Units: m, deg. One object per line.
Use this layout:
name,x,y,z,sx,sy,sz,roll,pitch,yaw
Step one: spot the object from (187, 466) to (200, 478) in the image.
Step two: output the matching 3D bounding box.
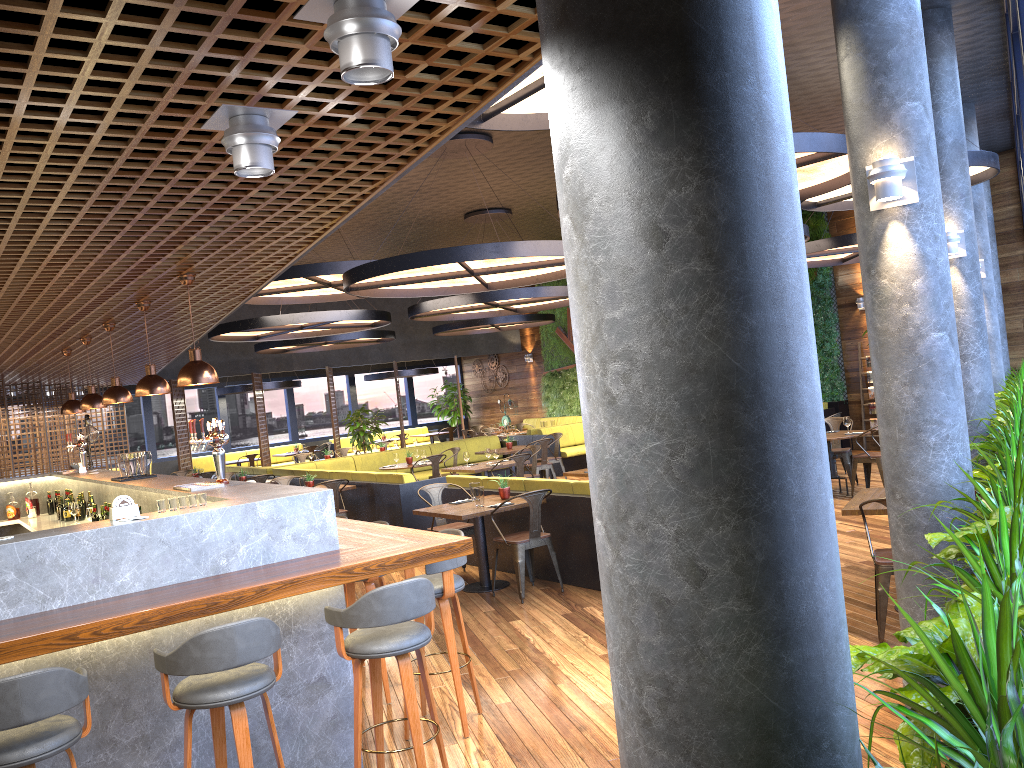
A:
object,-5.662,1.573,15.905,0.260,0.271,0.238,-6,0,-33

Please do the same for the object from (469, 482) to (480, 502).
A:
object,-0.343,1.019,8.348,0.102,0.178,0.102,-6,0,41

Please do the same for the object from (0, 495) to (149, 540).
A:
object,-2.004,0.590,3.863,0.766,0.106,0.200,-6,0,-35

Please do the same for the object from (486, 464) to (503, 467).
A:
object,-0.250,1.099,12.027,0.157,0.019,0.255,-6,0,-34

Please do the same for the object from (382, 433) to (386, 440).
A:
object,-3.332,1.327,22.973,0.238,0.271,0.260,-6,0,-13

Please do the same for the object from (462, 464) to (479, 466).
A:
object,-0.575,1.135,12.488,0.157,0.019,0.255,-6,0,-34

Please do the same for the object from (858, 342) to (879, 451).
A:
object,6.244,0.206,15.347,0.210,1.896,0.441,-6,0,-35

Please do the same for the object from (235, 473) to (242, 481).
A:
object,-4.151,1.448,13.464,0.102,0.178,0.102,-6,0,41

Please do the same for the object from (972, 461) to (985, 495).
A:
object,3.062,0.592,5.844,0.260,0.271,0.238,-6,0,-33

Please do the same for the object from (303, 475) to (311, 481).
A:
object,-2.678,1.283,11.614,0.102,0.178,0.102,-6,0,41

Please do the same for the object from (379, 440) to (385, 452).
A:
object,-2.606,1.238,17.737,0.238,0.271,0.260,-6,0,-13

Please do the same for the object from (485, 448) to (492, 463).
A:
object,-0.333,1.014,12.516,0.097,0.206,0.097,-6,0,-34

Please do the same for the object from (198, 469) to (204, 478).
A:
object,-5.540,1.606,15.807,0.102,0.178,0.102,-6,0,-29

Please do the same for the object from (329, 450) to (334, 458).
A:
object,-3.438,1.364,16.896,0.097,0.206,0.097,-6,0,11

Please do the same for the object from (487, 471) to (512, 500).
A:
object,-0.075,0.943,8.326,0.238,0.271,0.260,-6,0,-29

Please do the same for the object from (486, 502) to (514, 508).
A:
object,-0.118,1.074,7.884,0.255,0.019,0.157,-6,0,-35

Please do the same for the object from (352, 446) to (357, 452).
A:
object,-3.108,1.329,17.536,0.097,0.206,0.097,-6,0,11

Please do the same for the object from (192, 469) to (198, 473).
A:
object,-5.729,1.627,16.066,0.102,0.178,0.102,-6,0,-19

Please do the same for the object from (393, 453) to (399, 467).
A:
object,-1.791,1.177,13.742,0.097,0.206,0.097,-6,0,7

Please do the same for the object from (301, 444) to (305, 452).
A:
object,-5.095,1.566,21.656,0.102,0.178,0.102,-6,0,41

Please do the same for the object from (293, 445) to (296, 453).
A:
object,-5.325,1.592,21.800,0.102,0.178,0.102,-6,0,41

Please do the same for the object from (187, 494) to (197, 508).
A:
object,-1.531,0.562,4.250,0.042,0.059,0.042,-6,0,-37

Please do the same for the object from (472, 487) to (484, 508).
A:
object,-0.294,1.013,7.926,0.102,0.178,0.102,-6,0,1

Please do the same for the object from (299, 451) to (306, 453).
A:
object,-5.067,1.643,21.359,0.255,0.019,0.157,-6,0,-35

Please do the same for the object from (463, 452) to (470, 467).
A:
object,-0.630,1.047,12.320,0.097,0.206,0.097,-6,0,-43

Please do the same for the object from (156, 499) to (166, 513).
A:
object,-1.646,0.574,4.164,0.042,0.059,0.042,-6,0,-37

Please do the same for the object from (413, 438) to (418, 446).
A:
object,-1.951,1.202,17.928,0.097,0.206,0.097,-6,0,11

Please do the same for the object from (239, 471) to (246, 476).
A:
object,-4.201,1.455,13.837,0.102,0.178,0.102,-6,0,41

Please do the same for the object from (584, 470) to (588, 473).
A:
object,0.902,0.964,9.809,0.157,0.019,0.255,-6,0,-35

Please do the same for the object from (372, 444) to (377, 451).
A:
object,-2.694,1.283,17.412,0.097,0.206,0.097,-6,0,11

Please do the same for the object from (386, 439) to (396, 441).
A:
object,-3.119,1.430,22.709,0.255,0.019,0.157,-6,0,-35

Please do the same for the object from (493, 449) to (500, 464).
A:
object,-0.216,1.001,12.195,0.097,0.206,0.097,-6,0,-43

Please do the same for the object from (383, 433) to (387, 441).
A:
object,-3.259,1.365,22.811,0.102,0.178,0.102,-6,0,41

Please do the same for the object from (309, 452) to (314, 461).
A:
object,-3.852,1.410,17.020,0.097,0.206,0.097,-6,0,11

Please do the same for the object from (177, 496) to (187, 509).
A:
object,-1.574,0.566,4.232,0.042,0.059,0.042,-6,0,-37

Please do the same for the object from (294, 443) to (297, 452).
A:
object,-5.263,1.538,21.638,0.238,0.271,0.260,-6,0,-13

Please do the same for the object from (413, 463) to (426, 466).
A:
object,-1.419,1.230,13.603,0.157,0.019,0.255,-6,0,-28

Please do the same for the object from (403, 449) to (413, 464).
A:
object,-1.625,1.124,13.921,0.238,0.271,0.260,-6,0,-13

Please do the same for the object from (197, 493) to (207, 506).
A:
object,-1.492,0.558,4.276,0.042,0.059,0.042,-6,0,-37

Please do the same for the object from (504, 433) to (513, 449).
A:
object,-0.043,0.950,14.848,0.260,0.271,0.238,-6,0,1

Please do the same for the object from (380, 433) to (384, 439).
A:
object,-3.377,1.379,23.150,0.102,0.178,0.102,-6,0,41

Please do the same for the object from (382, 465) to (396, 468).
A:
object,-1.899,1.284,13.869,0.255,0.019,0.157,-6,0,-2

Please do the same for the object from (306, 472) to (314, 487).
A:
object,-2.624,1.230,11.453,0.238,0.271,0.260,-6,0,-13

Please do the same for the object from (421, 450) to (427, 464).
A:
object,-1.367,1.130,13.766,0.097,0.206,0.097,-6,0,-10

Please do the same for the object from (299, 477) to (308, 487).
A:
object,-2.637,1.277,11.229,0.102,0.178,0.102,-6,0,1

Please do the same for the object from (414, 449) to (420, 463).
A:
object,-1.512,1.147,14.122,0.097,0.206,0.097,-6,0,4

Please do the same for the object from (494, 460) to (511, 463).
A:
object,-0.155,1.089,12.472,0.255,0.019,0.157,-6,0,-34

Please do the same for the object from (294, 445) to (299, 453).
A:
object,-5.207,1.578,21.461,0.102,0.178,0.102,-6,0,41

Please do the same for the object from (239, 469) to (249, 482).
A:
object,-4.151,1.402,13.701,0.260,0.271,0.238,-6,0,-33

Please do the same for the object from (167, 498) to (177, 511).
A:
object,-1.605,0.570,4.192,0.042,0.059,0.042,-6,0,-37

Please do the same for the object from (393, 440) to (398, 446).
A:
object,-2.365,1.248,18.052,0.097,0.206,0.097,-6,0,11

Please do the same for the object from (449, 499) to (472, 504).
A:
object,-0.466,1.113,8.449,0.255,0.019,0.157,-6,0,-35

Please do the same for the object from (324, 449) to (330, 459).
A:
object,-3.567,1.343,17.070,0.238,0.271,0.260,-6,0,-13

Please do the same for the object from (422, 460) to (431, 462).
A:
object,-1.336,1.222,14.071,0.255,0.019,0.157,-6,0,-32
